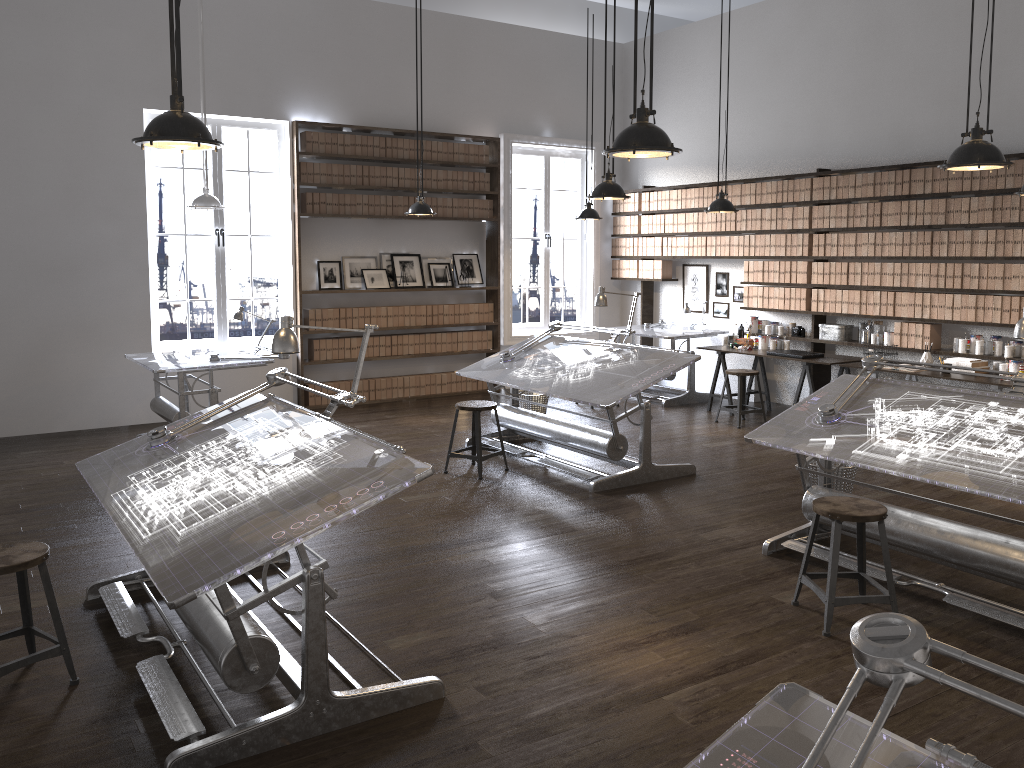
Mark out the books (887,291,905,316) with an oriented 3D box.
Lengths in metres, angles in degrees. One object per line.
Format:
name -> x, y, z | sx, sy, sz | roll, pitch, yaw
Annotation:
books -> 3.534, -0.736, 8.138 | 0.175, 0.225, 0.067 | -4, 7, -33

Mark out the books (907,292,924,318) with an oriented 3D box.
books -> 3.643, -0.711, 7.968 | 0.175, 0.225, 0.067 | -4, 7, -33

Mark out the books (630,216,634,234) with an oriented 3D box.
books -> 1.571, -1.990, 11.087 | 0.175, 0.224, 0.067 | -4, 7, -33

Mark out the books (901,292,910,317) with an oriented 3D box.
books -> 3.612, -0.720, 8.024 | 0.175, 0.224, 0.067 | -4, 7, -33

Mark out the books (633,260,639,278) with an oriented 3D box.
books -> 1.606, -1.436, 11.079 | 0.175, 0.224, 0.067 | -4, 7, -33

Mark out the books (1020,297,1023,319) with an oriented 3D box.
books -> 4.185, -0.592, 7.148 | 0.175, 0.224, 0.067 | -4, 7, -33

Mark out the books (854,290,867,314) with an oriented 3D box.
books -> 3.339, -0.779, 8.435 | 0.175, 0.225, 0.067 | -4, 7, -33

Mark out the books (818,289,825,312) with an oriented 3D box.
books -> 3.118, -0.830, 8.781 | 0.175, 0.224, 0.067 | -4, 7, -33

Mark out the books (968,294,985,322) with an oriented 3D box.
books -> 3.946, -0.644, 7.503 | 0.175, 0.225, 0.067 | -4, 7, -33

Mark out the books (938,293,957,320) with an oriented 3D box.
books -> 3.802, -0.677, 7.734 | 0.175, 0.224, 0.067 | -4, 7, -33

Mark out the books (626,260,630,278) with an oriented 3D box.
books -> 1.524, -1.453, 11.198 | 0.175, 0.225, 0.067 | -4, 7, -33

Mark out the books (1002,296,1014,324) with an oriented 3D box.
books -> 4.104, -0.610, 7.273 | 0.175, 0.224, 0.067 | -4, 7, -33

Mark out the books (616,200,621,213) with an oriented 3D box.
books -> 1.415, -2.298, 11.289 | 0.175, 0.224, 0.067 | -4, 7, -33

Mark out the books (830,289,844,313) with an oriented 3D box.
books -> 3.196, -0.813, 8.665 | 0.175, 0.224, 0.067 | -4, 7, -33

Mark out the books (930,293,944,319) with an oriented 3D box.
books -> 3.766, -0.686, 7.793 | 0.175, 0.224, 0.067 | -4, 7, -33

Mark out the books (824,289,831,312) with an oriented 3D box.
books -> 3.159, -0.821, 8.725 | 0.175, 0.224, 0.067 | -4, 7, -33

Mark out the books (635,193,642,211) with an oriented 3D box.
books -> 1.611, -2.255, 10.995 | 0.175, 0.224, 0.067 | -4, 7, -33

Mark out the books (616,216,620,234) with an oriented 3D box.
books -> 1.420, -2.023, 11.309 | 0.175, 0.225, 0.067 | -4, 7, -33

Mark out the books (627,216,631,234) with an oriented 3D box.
books -> 1.529, -1.998, 11.140 | 0.175, 0.225, 0.067 | -4, 7, -33

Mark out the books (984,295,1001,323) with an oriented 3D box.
books -> 4.026, -0.627, 7.391 | 0.175, 0.224, 0.067 | -4, 7, -33

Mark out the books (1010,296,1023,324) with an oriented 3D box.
books -> 4.140, -0.601, 7.207 | 0.175, 0.225, 0.067 | -4, 7, -33

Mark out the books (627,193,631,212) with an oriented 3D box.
books -> 1.535, -2.273, 11.115 | 0.175, 0.224, 0.067 | -4, 7, -33

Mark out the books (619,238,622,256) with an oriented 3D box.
books -> 1.451, -1.746, 11.296 | 0.175, 0.224, 0.067 | -4, 7, -33

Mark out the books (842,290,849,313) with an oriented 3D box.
books -> 3.272, -0.795, 8.545 | 0.175, 0.224, 0.067 | -4, 7, -33

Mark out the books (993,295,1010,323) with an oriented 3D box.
books -> 4.061, -0.619, 7.330 | 0.175, 0.224, 0.067 | -4, 7, -33

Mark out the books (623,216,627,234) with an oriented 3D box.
books -> 1.497, -2.007, 11.198 | 0.175, 0.224, 0.067 | -4, 7, -33

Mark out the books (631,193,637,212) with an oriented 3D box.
books -> 1.570, -2.264, 11.054 | 0.175, 0.225, 0.067 | -4, 7, -33

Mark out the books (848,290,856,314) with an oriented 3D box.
books -> 3.307, -0.788, 8.493 | 0.175, 0.224, 0.067 | -4, 7, -33

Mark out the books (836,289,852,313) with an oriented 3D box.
books -> 3.230, -0.804, 8.604 | 0.175, 0.225, 0.067 | -4, 7, -33

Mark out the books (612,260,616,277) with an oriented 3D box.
books -> 1.379, -1.488, 11.434 | 0.175, 0.224, 0.067 | -4, 7, -33

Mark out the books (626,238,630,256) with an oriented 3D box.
books -> 1.528, -1.729, 11.178 | 0.175, 0.224, 0.067 | -4, 7, -33

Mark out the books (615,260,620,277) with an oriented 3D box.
books -> 1.415, -1.478, 11.368 | 0.175, 0.225, 0.067 | -4, 7, -33

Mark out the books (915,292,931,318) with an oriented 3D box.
books -> 3.682, -0.703, 7.908 | 0.175, 0.224, 0.067 | -4, 7, -33

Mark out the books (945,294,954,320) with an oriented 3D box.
books -> 3.837, -0.669, 7.673 | 0.175, 0.225, 0.067 | -4, 7, -33

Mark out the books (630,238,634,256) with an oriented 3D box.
books -> 1.564, -1.719, 11.112 | 0.175, 0.225, 0.067 | -4, 7, -33

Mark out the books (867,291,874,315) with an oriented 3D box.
books -> 3.420, -0.763, 8.322 | 0.175, 0.224, 0.067 | -4, 7, -33

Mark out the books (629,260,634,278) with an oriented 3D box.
books -> 1.563, -1.444, 11.137 | 0.175, 0.224, 0.067 | -4, 7, -33

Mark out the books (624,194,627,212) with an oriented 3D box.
books -> 1.498, -2.282, 11.174 | 0.175, 0.224, 0.067 | -4, 7, -33

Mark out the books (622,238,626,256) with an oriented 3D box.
books -> 1.486, -1.737, 11.235 | 0.175, 0.224, 0.067 | -4, 7, -33

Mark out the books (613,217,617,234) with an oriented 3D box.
books -> 1.385, -2.032, 11.370 | 0.175, 0.224, 0.067 | -4, 7, -33

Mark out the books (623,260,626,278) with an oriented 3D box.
books -> 1.493, -1.461, 11.253 | 0.175, 0.224, 0.067 | -4, 7, -33

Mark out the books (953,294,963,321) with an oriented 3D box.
books -> 3.878, -0.660, 7.613 | 0.175, 0.224, 0.067 | -4, 7, -33

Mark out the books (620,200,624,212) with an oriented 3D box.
books -> 1.457, -2.290, 11.230 | 0.175, 0.224, 0.067 | -4, 7, -33

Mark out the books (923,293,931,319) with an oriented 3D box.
books -> 3.724, -0.694, 7.849 | 0.175, 0.224, 0.067 | -4, 7, -33

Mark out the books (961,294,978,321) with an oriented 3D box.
books -> 3.914, -0.652, 7.562 | 0.175, 0.224, 0.067 | -4, 7, -33

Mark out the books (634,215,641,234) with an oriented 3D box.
books -> 1.609, -1.982, 11.028 | 0.175, 0.224, 0.067 | -4, 7, -33

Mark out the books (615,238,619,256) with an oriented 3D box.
books -> 1.412, -1.755, 11.356 | 0.175, 0.224, 0.067 | -4, 7, -33

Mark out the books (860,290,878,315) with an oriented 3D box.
books -> 3.381, -0.772, 8.382 | 0.175, 0.224, 0.067 | -4, 7, -33

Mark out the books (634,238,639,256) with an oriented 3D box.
books -> 1.609, -1.711, 11.054 | 0.175, 0.224, 0.067 | -4, 7, -33

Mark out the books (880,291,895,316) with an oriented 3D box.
books -> 3.497, -0.746, 8.204 | 0.175, 0.224, 0.067 | -4, 7, -33

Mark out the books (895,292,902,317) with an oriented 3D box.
books -> 3.578, -0.728, 8.080 | 0.175, 0.224, 0.067 | -4, 7, -33

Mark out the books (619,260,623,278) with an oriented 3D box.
books -> 1.460, -1.469, 11.309 | 0.175, 0.224, 0.067 | -4, 7, -33

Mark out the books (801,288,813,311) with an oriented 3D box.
books -> 3.004, -0.855, 8.951 | 0.175, 0.225, 0.067 | -4, 7, -33

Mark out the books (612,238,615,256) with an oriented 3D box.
books -> 1.370, -1.762, 11.409 | 0.175, 0.225, 0.067 | -4, 7, -33

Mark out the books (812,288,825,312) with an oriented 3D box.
books -> 3.076, -0.838, 8.839 | 0.175, 0.224, 0.067 | -4, 7, -33

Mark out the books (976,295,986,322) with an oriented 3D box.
books -> 3.988, -0.636, 7.450 | 0.175, 0.224, 0.067 | -4, 7, -33

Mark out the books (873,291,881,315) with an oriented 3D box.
books -> 3.455, -0.754, 8.261 | 0.175, 0.224, 0.067 | -4, 7, -33
